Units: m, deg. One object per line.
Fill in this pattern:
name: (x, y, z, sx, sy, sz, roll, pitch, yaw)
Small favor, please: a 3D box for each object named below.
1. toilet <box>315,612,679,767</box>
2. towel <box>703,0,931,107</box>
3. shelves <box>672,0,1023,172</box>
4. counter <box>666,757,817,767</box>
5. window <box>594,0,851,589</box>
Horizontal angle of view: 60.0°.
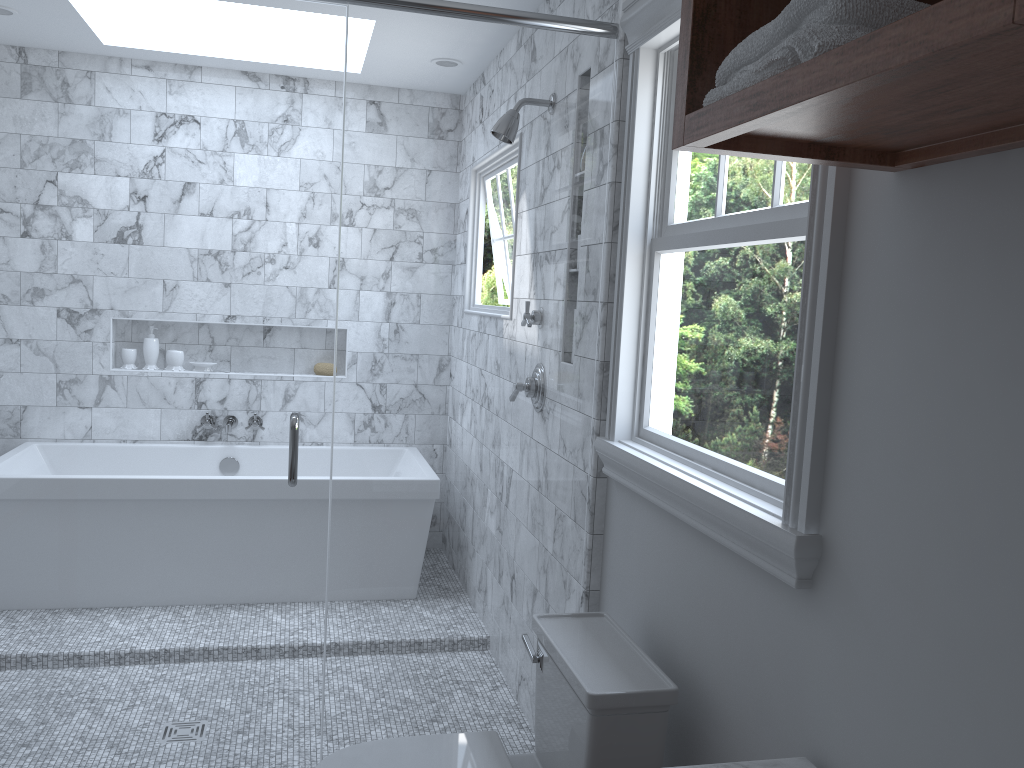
toilet: (-0.087, 0.940, 1.970, 0.722, 0.727, 0.490, 2, 6, -14)
towel: (0.416, -0.384, 1.067, 0.283, 0.112, 0.305, 2, 6, -14)
shelves: (0.485, -0.567, 0.933, 0.357, 0.566, 0.647, 2, 6, -14)
counter: (0.300, 1.055, 1.045, 0.539, 0.810, 0.828, 2, 6, -14)
window: (0.447, -0.326, 1.911, 0.149, 1.248, 1.040, 2, 6, -14)
